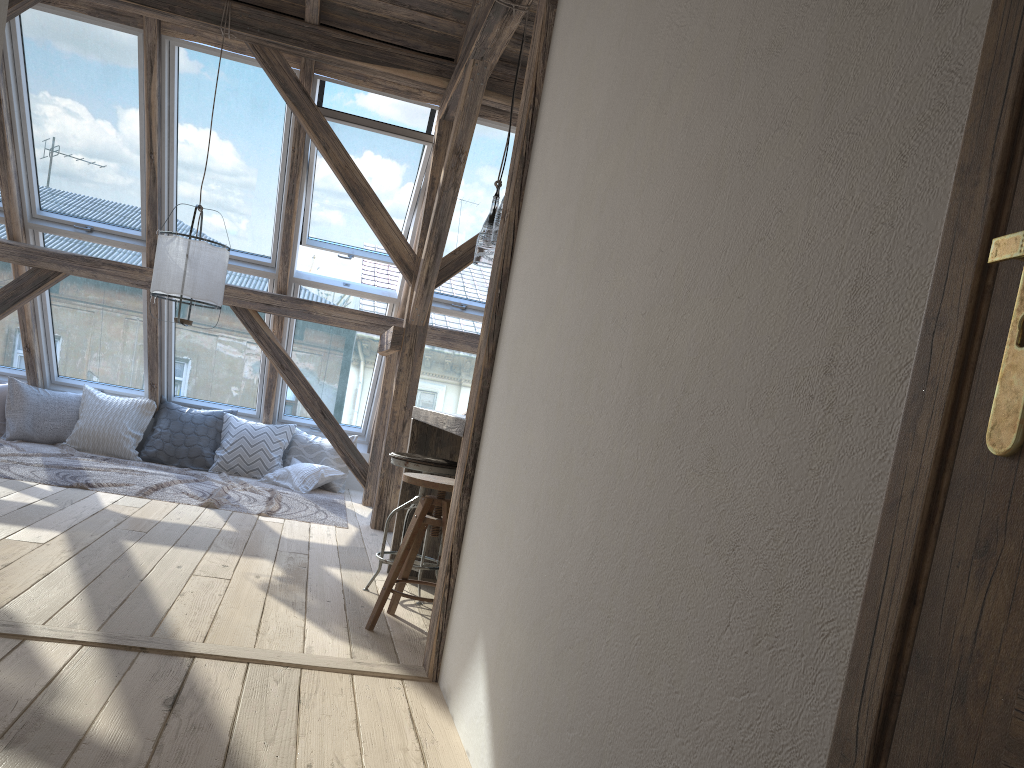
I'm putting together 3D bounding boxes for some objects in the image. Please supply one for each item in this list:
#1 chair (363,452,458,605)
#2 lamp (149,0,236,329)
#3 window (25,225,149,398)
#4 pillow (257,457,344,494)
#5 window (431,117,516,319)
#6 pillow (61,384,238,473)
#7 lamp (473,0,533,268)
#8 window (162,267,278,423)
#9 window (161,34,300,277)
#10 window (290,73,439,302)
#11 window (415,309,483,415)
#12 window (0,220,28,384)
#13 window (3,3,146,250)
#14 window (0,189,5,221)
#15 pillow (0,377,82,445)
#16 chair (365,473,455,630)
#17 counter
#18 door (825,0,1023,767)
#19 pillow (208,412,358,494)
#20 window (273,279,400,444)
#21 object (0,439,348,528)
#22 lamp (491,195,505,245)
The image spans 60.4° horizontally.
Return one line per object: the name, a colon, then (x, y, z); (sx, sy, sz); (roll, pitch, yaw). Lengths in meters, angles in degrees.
chair: (-0.436, 0.648, 4.023); (0.351, 0.641, 0.354); (11, 3, 21)
lamp: (-1.799, -1.287, 5.178); (0.403, 1.909, 0.401); (13, 5, 28)
window: (-3.258, -0.505, 6.896); (0.859, 1.285, 1.085); (10, 2, -13)
pillow: (-1.730, 0.757, 7.181); (0.531, 0.243, 0.478); (10, -1, 29)
window: (-0.183, -1.177, 6.469); (0.859, 1.285, 1.085); (10, 2, -13)
pillow: (-2.965, 0.365, 7.233); (1.278, 0.568, 0.463); (10, 2, -12)
lamp: (-0.066, -1.178, 3.883); (0.226, 1.298, 0.107); (9, 5, -11)
window: (-2.374, -0.337, 7.109); (0.859, 1.285, 1.085); (10, 2, -13)
window: (-1.950, -1.512, 6.042); (0.859, 1.285, 1.085); (10, 2, -13)
window: (-1.077, -1.345, 6.303); (0.859, 1.284, 1.393); (10, 1, -13)
window: (-0.607, -0.001, 7.537); (0.859, 1.285, 1.085); (10, 2, -13)
window: (-4.142, -0.672, 6.682); (0.859, 1.285, 1.085); (10, 2, -13)
window: (-2.834, -1.680, 5.828); (0.859, 1.285, 1.085); (10, 2, -13)
window: (-3.718, -1.848, 5.615); (0.859, 1.285, 1.085); (10, 2, -13)
pillow: (-3.931, 0.219, 7.030); (1.141, 0.529, 0.429); (11, 2, -21)
chair: (-0.317, 0.666, 3.426); (0.340, 0.600, 0.339); (11, 3, 7)
counter: (0.440, 0.738, 5.010); (2.251, 0.857, 3.782); (11, -2, -13)
door: (0.464, -0.055, 0.384); (0.082, 2.086, 0.831); (9, 4, -12)
pillow: (-1.904, 0.594, 7.448); (1.158, 0.538, 0.497); (10, 2, -8)
window: (-1.491, -0.169, 7.323); (0.859, 1.285, 1.085); (10, 2, -13)
object: (-2.785, 0.606, 6.318); (3.201, 0.057, 2.170); (11, -2, -13)
lamp: (0.008, -1.201, 3.601); (0.240, 1.247, 0.107); (10, 5, -1)
